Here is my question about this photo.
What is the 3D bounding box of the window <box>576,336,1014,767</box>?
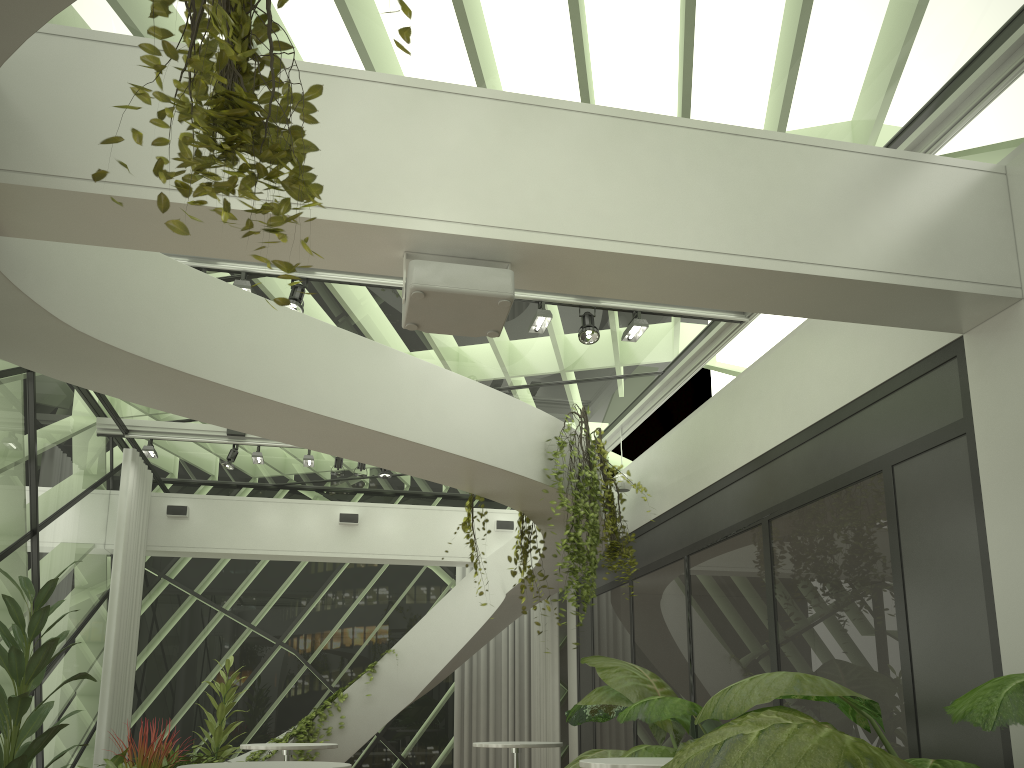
[{"bbox_3d":[1.595,2.585,7.571,0.050,3.116,7.482,3,-20,-11],"label":"window"}]

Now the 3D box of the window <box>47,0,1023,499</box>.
[{"bbox_3d":[-0.632,-1.451,4.954,5.698,0.053,17.418,4,-21,-11],"label":"window"}]

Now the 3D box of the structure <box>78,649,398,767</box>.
[{"bbox_3d":[-3.097,3.447,9.081,2.042,1.607,4.954,-6,-21,18],"label":"structure"}]

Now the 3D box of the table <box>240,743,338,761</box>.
[{"bbox_3d":[-2.003,3.765,7.773,0.861,1.056,0.886,-7,-17,22],"label":"table"}]

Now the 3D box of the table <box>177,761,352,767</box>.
[{"bbox_3d":[-1.253,2.462,4.349,0.861,1.056,0.886,-7,-17,22],"label":"table"}]

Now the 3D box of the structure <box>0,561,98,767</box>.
[{"bbox_3d":[-1.976,1.051,2.519,0.855,1.537,3.465,3,-20,-12],"label":"structure"}]

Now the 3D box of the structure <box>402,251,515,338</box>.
[{"bbox_3d":[-0.238,-0.393,3.738,0.463,0.266,0.403,4,-19,-12],"label":"structure"}]

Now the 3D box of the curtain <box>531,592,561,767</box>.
[{"bbox_3d":[0.461,3.733,11.941,0.160,3.941,1.035,3,-13,-13],"label":"curtain"}]

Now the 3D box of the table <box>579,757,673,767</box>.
[{"bbox_3d":[0.807,2.625,4.781,0.861,1.056,0.886,-7,-17,22],"label":"table"}]

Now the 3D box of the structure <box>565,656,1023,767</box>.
[{"bbox_3d":[1.200,2.059,4.369,1.785,1.651,9.271,3,-21,-11],"label":"structure"}]

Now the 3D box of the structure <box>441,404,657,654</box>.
[{"bbox_3d":[0.289,1.219,7.384,1.463,1.997,1.671,-14,-21,41],"label":"structure"}]

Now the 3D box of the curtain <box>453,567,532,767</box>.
[{"bbox_3d":[-0.219,3.984,12.601,1.233,3.941,0.165,3,-13,-13],"label":"curtain"}]

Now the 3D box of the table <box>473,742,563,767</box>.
[{"bbox_3d":[0.057,3.928,8.205,0.861,1.056,0.886,-7,-17,22],"label":"table"}]

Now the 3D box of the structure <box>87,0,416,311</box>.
[{"bbox_3d":[-0.855,-1.012,1.711,4.716,2.230,1.478,-17,-22,39],"label":"structure"}]

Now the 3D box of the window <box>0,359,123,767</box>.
[{"bbox_3d":[-3.398,0.488,3.881,0.084,4.461,17.452,3,-20,-11],"label":"window"}]

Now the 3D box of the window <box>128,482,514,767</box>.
[{"bbox_3d":[-2.348,3.742,12.426,5.748,4.478,0.039,4,-13,-12],"label":"window"}]
